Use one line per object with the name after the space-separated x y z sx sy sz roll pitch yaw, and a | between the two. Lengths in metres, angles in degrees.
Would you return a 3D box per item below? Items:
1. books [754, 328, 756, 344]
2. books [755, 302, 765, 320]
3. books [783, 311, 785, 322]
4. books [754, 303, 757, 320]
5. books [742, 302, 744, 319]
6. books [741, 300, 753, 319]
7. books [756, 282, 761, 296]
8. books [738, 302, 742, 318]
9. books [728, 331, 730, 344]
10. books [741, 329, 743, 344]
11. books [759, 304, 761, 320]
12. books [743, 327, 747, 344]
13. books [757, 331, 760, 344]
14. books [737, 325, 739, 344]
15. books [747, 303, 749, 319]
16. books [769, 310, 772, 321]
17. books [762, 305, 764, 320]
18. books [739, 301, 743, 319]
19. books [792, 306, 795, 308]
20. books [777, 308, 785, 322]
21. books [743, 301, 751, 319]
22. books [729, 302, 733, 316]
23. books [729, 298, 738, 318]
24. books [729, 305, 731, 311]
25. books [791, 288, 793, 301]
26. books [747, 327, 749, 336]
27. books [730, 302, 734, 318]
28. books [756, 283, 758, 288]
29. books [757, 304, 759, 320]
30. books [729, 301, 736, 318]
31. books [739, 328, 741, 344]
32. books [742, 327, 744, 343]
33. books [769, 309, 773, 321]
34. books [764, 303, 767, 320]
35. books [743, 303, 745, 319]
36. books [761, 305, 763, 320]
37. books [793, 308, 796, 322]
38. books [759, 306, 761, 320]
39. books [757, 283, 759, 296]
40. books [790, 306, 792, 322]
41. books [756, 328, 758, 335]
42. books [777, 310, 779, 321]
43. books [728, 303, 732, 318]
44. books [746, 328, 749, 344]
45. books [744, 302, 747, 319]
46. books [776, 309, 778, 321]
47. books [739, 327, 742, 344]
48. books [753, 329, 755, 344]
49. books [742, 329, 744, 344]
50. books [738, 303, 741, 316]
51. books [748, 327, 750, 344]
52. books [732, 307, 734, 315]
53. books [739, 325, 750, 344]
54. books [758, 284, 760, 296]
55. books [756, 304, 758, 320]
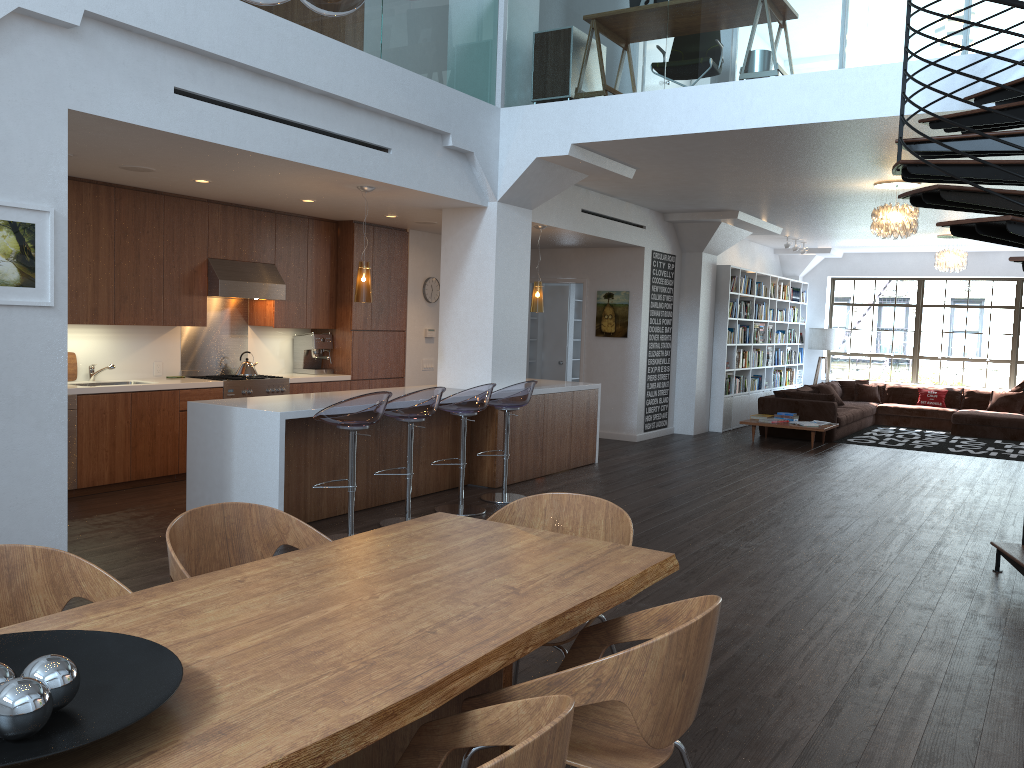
3.768 -0.762 14.037 0.174 0.240 0.054 5 5 32 | books
4.000 -1.181 14.369 0.176 0.290 0.053 5 5 32 | books
4.673 -1.181 15.441 0.139 0.191 0.036 5 5 32 | books
3.745 -1.142 13.940 0.182 0.253 0.034 5 5 32 | books
3.431 -1.119 13.476 0.160 0.251 0.039 5 5 32 | books
3.645 -1.154 13.802 0.176 0.291 0.053 5 5 32 | books
3.907 -1.513 14.172 0.140 0.231 0.042 5 5 32 | books
3.367 -1.115 13.368 0.183 0.253 0.042 5 5 32 | books
3.125 -0.685 13.005 0.134 0.184 0.030 5 5 32 | books
3.431 -0.727 13.494 0.161 0.223 0.027 5 5 32 | books
3.910 -1.154 14.226 0.159 0.250 0.026 5 5 32 | books
3.498 -0.748 13.604 0.182 0.253 0.034 5 5 32 | books
3.892 -0.754 14.235 0.161 0.207 0.135 4 5 31 | books
3.285 -0.748 13.282 0.197 0.283 0.065 5 5 32 | books
3.558 -1.122 13.662 0.174 0.240 0.054 5 5 32 | books
4.248 -1.139 14.755 0.126 0.173 0.032 5 5 32 | books
3.963 -1.152 14.302 0.174 0.239 0.045 5 5 32 | books
3.408 -1.122 13.444 0.180 0.259 0.042 5 5 32 | books
5.007 -1.256 15.975 0.176 0.290 0.036 4 5 31 | books
4.691 -1.203 15.476 0.140 0.231 0.042 5 5 32 | books
3.603 -1.150 13.768 0.198 0.284 0.049 5 5 32 | books
3.132 -1.084 12.967 0.152 0.232 0.104 5 5 32 | books
3.241 -1.121 13.124 0.176 0.290 0.053 5 5 32 | books
3.075 -1.055 12.877 0.161 0.182 0.170 5 5 32 | books
4.889 -1.583 15.725 0.161 0.223 0.032 5 5 32 | books
3.568 -0.754 13.725 0.182 0.253 0.034 5 5 32 | books
3.151 -1.087 12.993 0.172 0.235 0.112 5 5 32 | books
3.803 -1.491 14.009 0.146 0.202 0.027 5 5 32 | books
3.833 -1.149 14.091 0.182 0.253 0.034 5 5 32 | books
3.192 -1.094 13.065 0.174 0.242 0.105 5 5 32 | books
3.365 -0.731 13.395 0.174 0.239 0.045 5 5 32 | books
3.461 -0.748 13.587 0.182 0.253 0.034 5 5 32 | books
4.276 -1.150 14.803 0.139 0.191 0.036 5 5 32 | books
4.029 -1.180 14.423 0.197 0.283 0.065 5 5 32 | books
3.454 -1.118 13.508 0.171 0.246 0.039 5 5 32 | books
3.933 -1.154 14.261 0.170 0.245 0.057 5 5 32 | books
4.995 -1.235 15.942 0.183 0.253 0.034 4 5 31 | books
3.887 -1.138 14.179 0.161 0.223 0.026 5 5 32 | books
3.825 -1.491 14.027 0.146 0.202 0.027 5 5 32 | books
4.864 -1.245 15.743 0.176 0.290 0.053 4 5 31 | books
3.819 -0.774 14.137 0.183 0.253 0.042 5 5 32 | books
4.463 -1.165 15.100 0.139 0.191 0.036 5 5 32 | books
3.113 -1.076 12.945 0.161 0.218 0.101 5 5 32 | books
3.553 -0.745 13.689 0.174 0.239 0.045 5 5 32 | books
3.490 -1.125 13.572 0.183 0.253 0.042 5 5 32 | books
4.434 -1.168 15.048 0.146 0.202 0.027 5 5 32 | books
3.390 -0.737 13.440 0.170 0.245 0.057 5 5 32 | books
3.744 -0.752 14.001 0.161 0.223 0.032 5 5 32 | books
3.443 -0.729 13.518 0.161 0.223 0.026 5 5 32 | books
3.318 -1.102 13.292 0.174 0.236 0.142 5 5 32 | books
3.595 -0.754 13.749 0.182 0.253 0.034 5 5 32 | books
3.165 -1.092 13.035 0.172 0.239 0.093 5 5 32 | books
3.620 -0.776 13.806 0.176 0.294 0.102 5 5 32 | books
3.864 -1.495 14.099 0.146 0.202 0.027 5 5 32 | books
3.781 -1.138 14.005 0.174 0.239 0.045 5 5 32 | books
